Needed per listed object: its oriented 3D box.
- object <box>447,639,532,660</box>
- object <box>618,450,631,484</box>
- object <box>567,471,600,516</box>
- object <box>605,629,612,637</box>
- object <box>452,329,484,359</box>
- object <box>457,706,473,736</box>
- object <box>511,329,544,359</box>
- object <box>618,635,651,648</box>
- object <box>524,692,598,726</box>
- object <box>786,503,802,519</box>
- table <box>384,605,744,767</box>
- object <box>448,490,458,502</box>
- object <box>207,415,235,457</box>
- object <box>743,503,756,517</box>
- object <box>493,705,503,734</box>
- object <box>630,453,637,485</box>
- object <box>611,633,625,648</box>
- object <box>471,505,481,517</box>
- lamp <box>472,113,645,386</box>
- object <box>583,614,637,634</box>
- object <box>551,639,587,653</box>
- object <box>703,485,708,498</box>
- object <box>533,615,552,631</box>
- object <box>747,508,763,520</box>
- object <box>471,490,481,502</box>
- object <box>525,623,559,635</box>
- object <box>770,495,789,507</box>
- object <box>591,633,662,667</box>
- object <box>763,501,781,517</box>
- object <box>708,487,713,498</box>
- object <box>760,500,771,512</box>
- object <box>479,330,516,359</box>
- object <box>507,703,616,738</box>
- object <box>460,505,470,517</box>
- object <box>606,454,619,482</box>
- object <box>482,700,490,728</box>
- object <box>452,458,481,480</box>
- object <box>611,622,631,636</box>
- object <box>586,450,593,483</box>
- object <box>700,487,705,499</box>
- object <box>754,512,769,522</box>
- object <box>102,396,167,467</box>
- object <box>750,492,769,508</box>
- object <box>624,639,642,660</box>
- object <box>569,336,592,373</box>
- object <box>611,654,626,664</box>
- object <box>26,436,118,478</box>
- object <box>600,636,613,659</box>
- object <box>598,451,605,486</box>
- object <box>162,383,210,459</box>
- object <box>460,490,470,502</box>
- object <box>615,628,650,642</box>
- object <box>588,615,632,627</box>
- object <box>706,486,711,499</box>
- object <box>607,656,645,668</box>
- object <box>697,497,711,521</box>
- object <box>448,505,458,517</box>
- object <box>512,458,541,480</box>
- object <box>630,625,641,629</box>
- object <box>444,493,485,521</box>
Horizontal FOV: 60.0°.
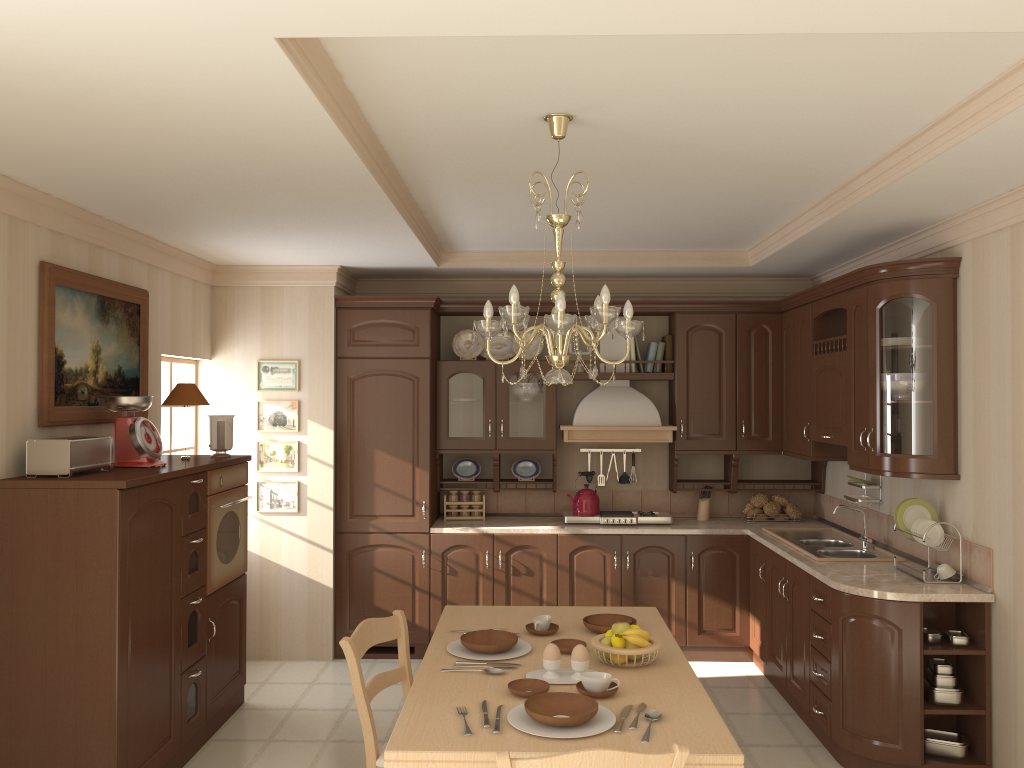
[{"bbox_3d":[-0.080,0.931,3.121,0.299,0.009,0.299,0,-1,0],"label":"object"},{"bbox_3d":[0.785,0.580,6.190,0.088,0.236,0.028,0,-1,1],"label":"object"},{"bbox_3d":[0.484,0.719,5.850,0.181,0.282,0.227,0,-1,25],"label":"object"},{"bbox_3d":[0.342,0.864,3.035,0.045,0.047,0.055,-1,-1,33],"label":"object"},{"bbox_3d":[-0.300,-0.273,6.054,0.220,0.210,0.068,0,-1,-1],"label":"object"},{"bbox_3d":[-0.130,0.923,2.435,0.028,0.004,0.218,0,-1,-9],"label":"object"},{"bbox_3d":[0.106,-0.272,6.045,0.220,0.210,0.068,0,-1,-1],"label":"object"},{"bbox_3d":[0.422,0.863,2.929,0.064,0.094,0.176,-1,-1,38],"label":"object"},{"bbox_3d":[0.136,0.903,2.441,0.204,0.042,0.204,1,-1,-29],"label":"object"},{"bbox_3d":[1.886,0.851,5.941,0.117,0.106,0.097,1,-1,-43],"label":"object"},{"bbox_3d":[0.145,1.322,2.994,0.900,0.774,1.567,0,-1,1],"label":"table"},{"bbox_3d":[-0.400,0.766,6.052,0.068,0.088,0.068,0,-1,17],"label":"object"},{"bbox_3d":[-1.554,0.277,4.736,0.144,0.220,0.144,0,-1,-16],"label":"object"},{"bbox_3d":[1.624,0.860,6.040,0.123,0.109,0.092,1,-1,-31],"label":"object"},{"bbox_3d":[-0.036,0.922,2.447,0.022,0.008,0.218,0,-1,4],"label":"object"},{"bbox_3d":[0.846,0.591,6.176,0.049,0.219,0.049,0,-1,-21],"label":"object"},{"bbox_3d":[0.352,0.854,2.938,0.045,0.053,0.051,0,-1,-10],"label":"object"},{"bbox_3d":[-0.244,0.866,6.059,0.068,0.088,0.068,0,-1,17],"label":"object"},{"bbox_3d":[0.155,-0.486,2.959,0.501,0.982,0.502,1,-1,-29],"label":"lamp"},{"bbox_3d":[0.372,0.920,3.379,0.204,0.042,0.204,-1,-1,40],"label":"object"},{"bbox_3d":[0.199,0.923,3.109,0.126,0.026,0.127,1,-1,-34],"label":"object"},{"bbox_3d":[1.321,0.790,6.085,0.052,0.191,0.027,1,-1,-43],"label":"object"},{"bbox_3d":[0.112,0.910,3.338,0.063,0.055,0.119,0,-1,30],"label":"object"},{"bbox_3d":[1.636,0.877,5.969,0.114,0.092,0.104,1,-1,-42],"label":"object"},{"bbox_3d":[-0.244,0.766,6.061,0.068,0.088,0.068,0,-1,17],"label":"object"},{"bbox_3d":[0.114,0.927,3.344,0.126,0.026,0.127,0,-1,28],"label":"object"},{"bbox_3d":[1.812,0.790,6.009,0.112,0.078,0.125,0,-1,-4],"label":"object"},{"bbox_3d":[0.384,0.898,2.982,0.235,0.068,0.235,1,-1,-41],"label":"object"},{"bbox_3d":[1.741,0.838,5.945,0.110,0.102,0.115,0,-1,30],"label":"object"},{"bbox_3d":[1.353,0.785,6.085,0.050,0.159,0.022,1,-1,-29],"label":"object"},{"bbox_3d":[1.731,0.831,6.046,0.113,0.092,0.110,1,-1,-36],"label":"object"},{"bbox_3d":[-0.096,-0.269,6.106,0.342,0.209,0.073,0,-1,2],"label":"object"},{"bbox_3d":[0.136,0.921,2.441,0.299,0.009,0.299,0,-1,-20],"label":"object"},{"bbox_3d":[-0.322,0.866,6.055,0.068,0.088,0.068,0,-1,17],"label":"object"},{"bbox_3d":[0.699,0.582,6.179,0.089,0.195,0.005,0,-1,1],"label":"object"},{"bbox_3d":[-0.075,0.922,2.486,0.018,0.008,0.212,0,-1,-4],"label":"object"},{"bbox_3d":[-0.313,0.584,6.101,0.202,0.143,0.071,0,-1,-1],"label":"object"},{"bbox_3d":[0.370,0.836,2.997,0.068,0.061,0.069,0,-1,18],"label":"object"},{"bbox_3d":[0.539,0.576,6.181,0.048,0.231,0.015,0,-1,3],"label":"object"},{"bbox_3d":[1.298,0.800,6.066,0.053,0.198,0.027,0,-1,-15],"label":"object"},{"bbox_3d":[1.677,0.896,5.989,0.114,0.058,0.119,1,-1,-34],"label":"object"},{"bbox_3d":[-1.725,0.215,4.038,0.263,0.317,0.218,0,-1,5],"label":"object"},{"bbox_3d":[1.672,0.787,5.995,0.118,0.105,0.100,0,-1,-4],"label":"object"},{"bbox_3d":[0.401,0.886,2.961,0.077,0.065,0.076,0,-1,-22],"label":"object"},{"bbox_3d":[0.448,-0.200,6.066,0.163,0.248,0.174,1,-1,-36],"label":"object"},{"bbox_3d":[0.353,0.901,2.925,0.055,0.046,0.046,-1,-1,34],"label":"object"},{"bbox_3d":[-1.796,0.295,3.636,0.192,0.150,0.360,0,-1,1],"label":"object"},{"bbox_3d":[0.329,0.886,2.979,0.074,0.076,0.072,0,-1,-24],"label":"object"},{"bbox_3d":[0.623,0.589,6.182,0.051,0.245,0.003,0,-1,1],"label":"object"},{"bbox_3d":[-1.665,0.190,4.527,0.237,0.388,0.235,0,-1,13],"label":"object"},{"bbox_3d":[-0.322,0.766,6.057,0.068,0.088,0.068,0,-1,17],"label":"object"},{"bbox_3d":[0.418,0.845,2.949,0.066,0.085,0.184,-1,-1,39],"label":"object"},{"bbox_3d":[0.373,0.916,3.377,0.168,0.034,0.168,0,-1,12],"label":"object"},{"bbox_3d":[1.332,0.795,6.054,0.053,0.198,0.027,0,-1,-15],"label":"object"},{"bbox_3d":[0.384,0.929,2.981,0.128,0.011,0.128,-1,-1,42],"label":"object"},{"bbox_3d":[1.318,0.852,6.060,0.078,0.148,0.151,-1,-1,39],"label":"object"},{"bbox_3d":[-0.400,0.866,6.051,0.068,0.088,0.068,0,-1,17],"label":"object"},{"bbox_3d":[0.097,0.584,6.090,0.202,0.143,0.071,0,-1,-1],"label":"object"},{"bbox_3d":[0.416,0.844,3.024,0.054,0.046,0.047,-1,-1,43],"label":"object"},{"bbox_3d":[-0.324,0.838,6.057,0.276,0.170,0.140,0,-1,-3],"label":"object"}]
